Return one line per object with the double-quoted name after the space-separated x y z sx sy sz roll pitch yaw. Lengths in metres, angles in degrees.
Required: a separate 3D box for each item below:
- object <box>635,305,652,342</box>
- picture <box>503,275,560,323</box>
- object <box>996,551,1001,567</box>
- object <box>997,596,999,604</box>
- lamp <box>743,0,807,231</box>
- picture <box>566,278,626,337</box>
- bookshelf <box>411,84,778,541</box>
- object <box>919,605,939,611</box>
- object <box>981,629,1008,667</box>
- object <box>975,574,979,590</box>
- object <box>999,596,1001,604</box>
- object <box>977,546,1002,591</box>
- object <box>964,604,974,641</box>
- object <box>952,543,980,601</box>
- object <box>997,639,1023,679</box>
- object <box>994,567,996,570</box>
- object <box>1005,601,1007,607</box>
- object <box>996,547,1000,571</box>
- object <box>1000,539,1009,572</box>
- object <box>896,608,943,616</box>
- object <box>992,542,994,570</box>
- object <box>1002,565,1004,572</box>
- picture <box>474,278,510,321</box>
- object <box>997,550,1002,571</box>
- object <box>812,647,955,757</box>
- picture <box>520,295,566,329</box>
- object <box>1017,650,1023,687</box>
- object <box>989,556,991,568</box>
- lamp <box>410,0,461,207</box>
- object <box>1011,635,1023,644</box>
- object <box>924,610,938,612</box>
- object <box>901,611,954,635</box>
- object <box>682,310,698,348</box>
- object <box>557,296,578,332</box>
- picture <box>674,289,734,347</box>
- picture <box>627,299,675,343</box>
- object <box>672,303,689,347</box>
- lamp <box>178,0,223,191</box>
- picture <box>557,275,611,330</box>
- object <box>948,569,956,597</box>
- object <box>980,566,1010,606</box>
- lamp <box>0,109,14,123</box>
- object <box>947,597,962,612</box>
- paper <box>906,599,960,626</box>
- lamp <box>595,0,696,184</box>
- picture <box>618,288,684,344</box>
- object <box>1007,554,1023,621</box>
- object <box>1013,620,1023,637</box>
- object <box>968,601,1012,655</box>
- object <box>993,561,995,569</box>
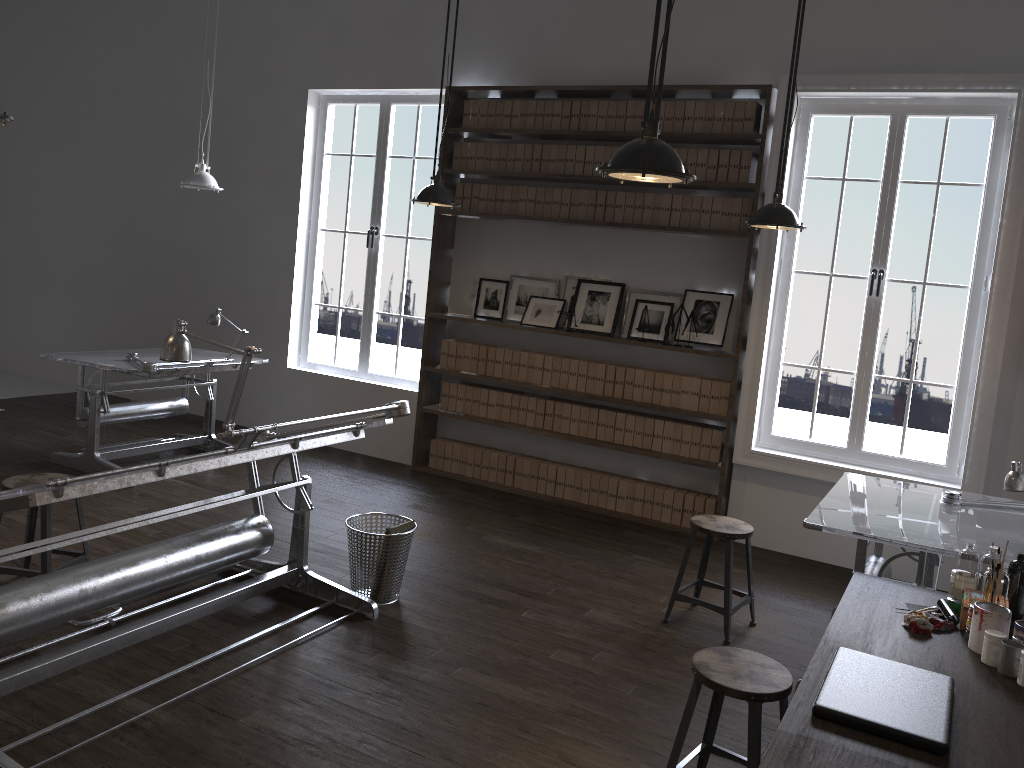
0.920 -0.419 6.163 0.124 0.259 0.040 9 6 28 "object"
0.146 -0.633 6.763 0.417 0.363 0.083 9 6 28 "picture"
1.592 0.638 2.930 0.005 0.179 0.023 2 6 -39 "object"
1.550 0.748 2.839 0.005 0.129 0.040 8 6 29 "object"
1.439 -1.903 4.389 0.313 2.242 0.312 6 5 7 "lamp"
0.611 -0.559 6.462 0.374 0.389 0.149 9 6 28 "picture"
0.490 -0.275 6.558 2.481 3.706 0.413 9 6 28 "bookshelf"
1.396 0.773 3.019 0.171 0.017 0.011 1 7 -31 "object"
1.442 0.791 2.649 0.062 0.094 0.062 3 6 -22 "object"
1.686 0.740 3.162 0.069 0.103 0.070 8 6 23 "object"
1.559 0.749 2.844 0.005 0.147 0.033 8 6 28 "object"
1.662 0.681 3.083 0.068 0.236 0.069 8 6 24 "object"
1.480 0.765 2.829 0.049 0.111 0.050 8 6 24 "object"
1.599 0.674 3.117 0.068 0.228 0.069 8 6 24 "object"
1.455 0.802 2.581 0.063 0.093 0.063 4 6 -13 "object"
1.581 0.605 2.896 0.006 0.017 0.006 4 6 -22 "object"
1.569 0.755 2.830 0.005 0.124 0.040 9 6 31 "object"
1.595 0.636 2.923 0.008 0.185 0.071 8 6 28 "object"
1.603 0.619 2.905 0.021 0.227 0.007 10 6 39 "object"
1.389 0.776 3.017 0.156 0.006 0.006 7 6 7 "object"
1.580 0.623 2.913 0.055 0.213 0.007 3 6 -27 "object"
1.606 0.654 2.912 0.005 0.156 0.006 6 5 -1 "object"
-0.159 -0.664 6.947 0.267 0.314 0.058 9 6 28 "picture"
1.590 0.631 2.903 0.006 0.192 0.055 8 6 26 "object"
0.990 0.824 2.339 0.313 0.033 0.446 10 9 27 "object"
0.233 -0.536 6.634 0.301 0.228 0.145 9 7 27 "picture"
1.475 0.812 2.517 0.062 0.094 0.062 4 6 -13 "object"
1.582 0.647 2.924 0.037 0.153 0.005 8 5 23 "object"
-0.360 -2.214 5.344 0.313 2.242 0.312 6 5 7 "lamp"
1.497 0.800 2.620 0.044 0.100 0.045 8 6 27 "object"
1.405 0.781 3.028 0.157 0.005 0.005 1 8 -28 "object"
1.354 0.772 2.917 0.197 0.050 0.133 1 9 -33 "object"
1.220 -0.374 6.046 0.111 0.261 0.040 9 6 28 "object"
0.407 -0.507 6.419 0.175 0.259 0.040 9 6 28 "object"
1.323 -0.457 6.109 0.344 0.363 0.161 9 6 28 "picture"
0.984 -0.445 6.277 0.290 0.289 0.127 9 6 28 "picture"
1.148 -0.404 6.052 0.118 0.303 0.040 8 6 28 "object"
-2.130 -2.518 6.275 0.313 2.242 0.312 6 5 7 "lamp"
0.527 -0.589 6.566 0.370 0.404 0.091 9 6 28 "picture"
1.614 0.728 3.189 0.068 0.104 0.068 9 7 32 "object"
1.676 0.683 2.813 0.077 0.145 0.347 1 9 -40 "object"
-1.708 -1.997 2.818 0.310 2.242 0.314 1 7 -42 "lamp"
1.542 0.769 3.092 0.049 0.037 0.049 9 7 24 "object"
1.434 0.769 3.023 0.137 0.038 0.155 7 8 13 "paper"
0.527 -1.755 2.669 0.313 2.242 0.312 6 5 7 "lamp"
0.996 -0.483 6.316 0.435 0.359 0.095 9 6 28 "picture"
1.736 0.698 3.044 0.068 0.228 0.069 8 6 24 "object"
1.555 0.788 2.660 0.094 0.127 0.095 9 7 31 "object"
1.484 0.762 2.751 0.104 0.141 0.105 8 6 20 "object"
1.590 0.655 2.906 0.044 0.151 0.005 5 5 -3 "object"
